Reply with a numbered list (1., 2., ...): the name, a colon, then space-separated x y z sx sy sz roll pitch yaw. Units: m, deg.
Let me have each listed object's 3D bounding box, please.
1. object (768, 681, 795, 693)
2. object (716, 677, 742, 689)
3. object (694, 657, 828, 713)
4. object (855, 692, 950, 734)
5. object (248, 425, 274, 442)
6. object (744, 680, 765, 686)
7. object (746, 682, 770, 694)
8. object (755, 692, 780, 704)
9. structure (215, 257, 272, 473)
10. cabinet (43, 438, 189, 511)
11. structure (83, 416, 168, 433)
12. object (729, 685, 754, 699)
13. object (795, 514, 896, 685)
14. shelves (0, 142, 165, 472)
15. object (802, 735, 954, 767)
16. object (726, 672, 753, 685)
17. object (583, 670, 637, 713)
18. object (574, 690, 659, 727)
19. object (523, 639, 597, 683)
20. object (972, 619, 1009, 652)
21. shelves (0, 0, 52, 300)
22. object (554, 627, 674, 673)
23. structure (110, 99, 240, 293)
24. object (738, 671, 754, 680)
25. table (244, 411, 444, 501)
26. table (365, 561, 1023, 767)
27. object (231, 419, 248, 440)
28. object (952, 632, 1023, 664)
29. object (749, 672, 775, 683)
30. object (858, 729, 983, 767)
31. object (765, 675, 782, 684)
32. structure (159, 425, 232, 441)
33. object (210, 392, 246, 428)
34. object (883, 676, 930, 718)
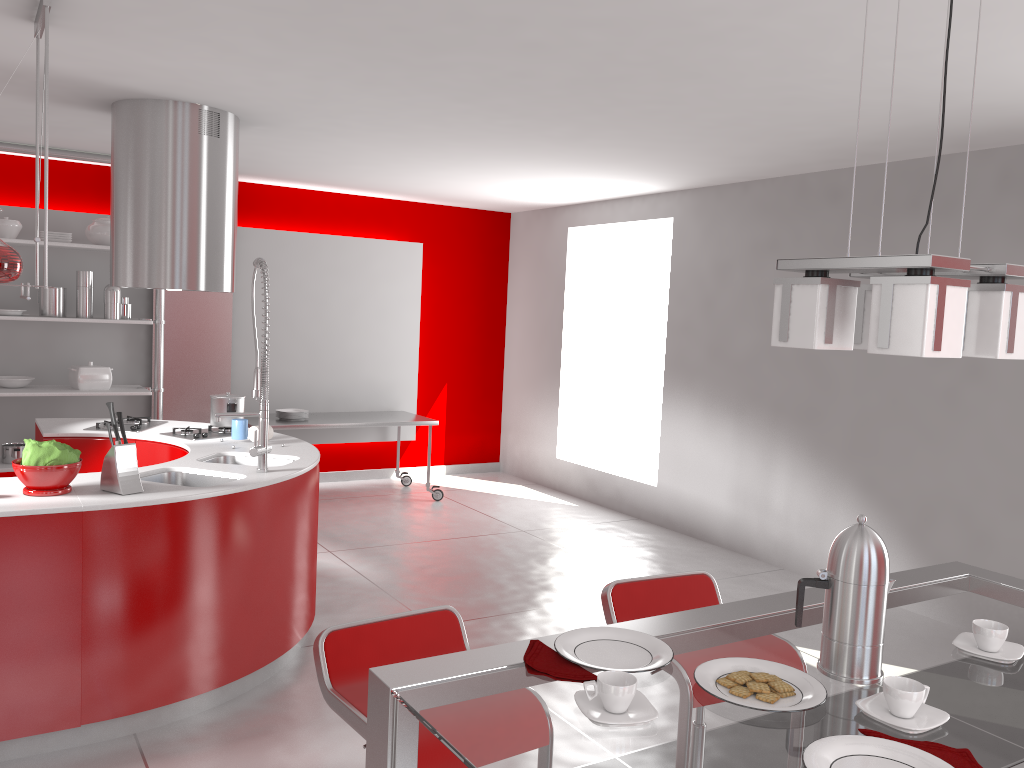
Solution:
1. object: 0.450 0.506 1.484 0.034 0.006 0.036 1 5 -20
2. object: 0.369 0.506 1.506 0.036 0.006 0.034 0 5 -32
3. object: 0.415 0.508 1.489 0.217 0.015 0.217 3 5 5
4. object: 0.620 0.525 1.412 0.119 0.016 0.119 0 6 -34
5. object: -1.293 0.249 4.527 0.109 0.080 0.100 5 5 28
6. object: 0.413 0.509 1.501 0.036 0.006 0.034 2 5 -14
7. object: 0.410 0.505 1.475 0.036 0.006 0.034 3 5 5
8. object: 0.419 0.513 1.454 0.034 0.006 0.036 6 6 37
9. structure: -1.115 -0.085 3.803 0.178 0.920 0.308 4 5 12
10. cabinet: -2.123 0.743 3.761 1.025 0.761 1.875 4 5 13
11. structure: -2.148 0.217 4.958 0.303 0.037 0.457 3 5 -2
12. object: 0.380 0.510 1.470 0.034 0.006 0.036 7 6 42
13. object: 0.597 0.373 1.572 0.149 0.287 0.113 1 5 -24
14. shelves: -3.341 -0.342 6.193 1.735 2.599 0.535 0 5 -32
15. object: 0.507 0.535 1.205 0.217 0.015 0.217 6 6 34
16. object: 0.387 0.501 1.511 0.034 0.006 0.036 -2 6 -43
17. object: 0.156 0.482 1.375 0.078 0.049 0.062 0 5 -32
18. object: 0.161 0.506 1.381 0.119 0.016 0.119 2 5 -12
19. object: 0.064 0.489 1.547 0.095 0.012 0.234 0 5 -32
20. object: 0.932 0.491 1.720 0.078 0.049 0.062 2 5 -9
21. shelves: -2.055 -0.810 2.915 0.934 1.023 0.462 0 5 -32
22. object: 0.184 0.487 1.614 0.217 0.015 0.217 3 5 4
23. structure: -1.830 -0.988 4.826 0.644 0.958 0.644 5 5 24
24. object: 0.403 0.505 1.536 0.036 0.006 0.034 0 5 -32
25. table: -1.443 0.616 7.359 1.627 0.682 0.749 0 5 -31
26. table: 0.665 1.016 1.656 1.700 1.000 0.800 0 5 -32
27. object: -1.414 0.231 4.573 0.109 0.100 0.080 5 5 31
28. object: 0.924 0.514 1.721 0.119 0.016 0.119 6 6 38
29. object: 0.428 0.502 1.518 0.036 0.006 0.034 2 5 -8
30. object: 0.627 0.537 1.276 0.095 0.012 0.234 0 5 -33
31. object: 0.446 0.508 1.524 0.034 0.006 0.036 2 5 -10
32. structure: -1.632 0.252 4.823 0.303 0.037 0.457 6 5 33
33. object: -1.570 0.138 4.895 0.218 0.185 0.189 4 5 20
34. object: 0.629 0.501 1.409 0.078 0.049 0.062 3 5 8
